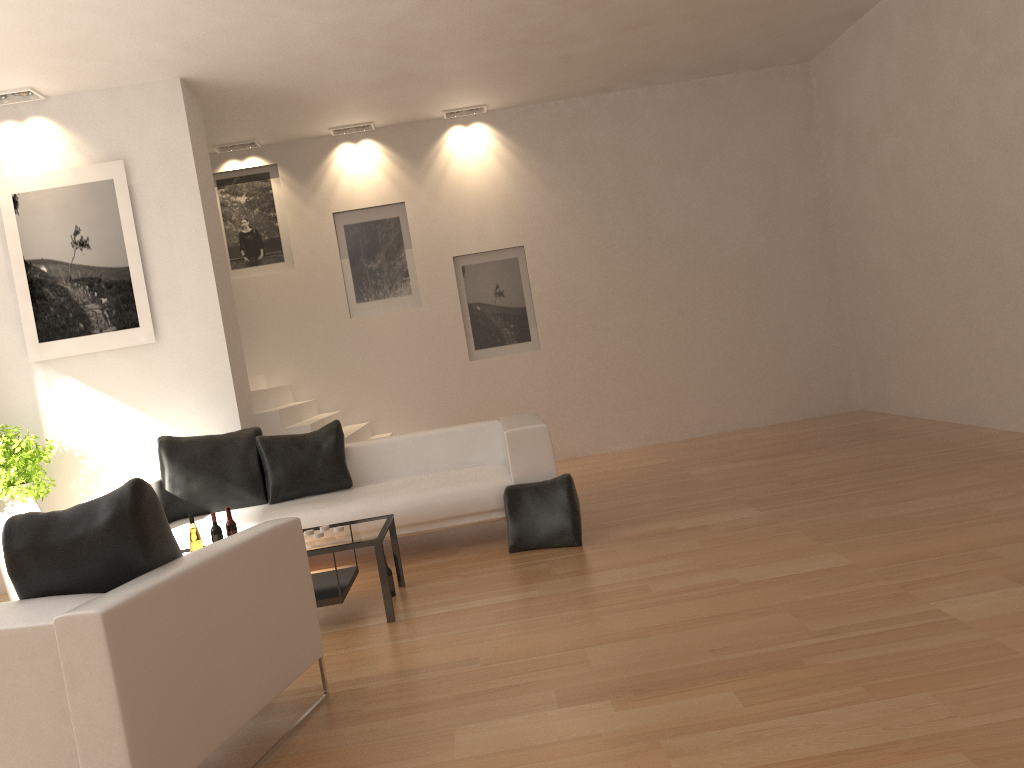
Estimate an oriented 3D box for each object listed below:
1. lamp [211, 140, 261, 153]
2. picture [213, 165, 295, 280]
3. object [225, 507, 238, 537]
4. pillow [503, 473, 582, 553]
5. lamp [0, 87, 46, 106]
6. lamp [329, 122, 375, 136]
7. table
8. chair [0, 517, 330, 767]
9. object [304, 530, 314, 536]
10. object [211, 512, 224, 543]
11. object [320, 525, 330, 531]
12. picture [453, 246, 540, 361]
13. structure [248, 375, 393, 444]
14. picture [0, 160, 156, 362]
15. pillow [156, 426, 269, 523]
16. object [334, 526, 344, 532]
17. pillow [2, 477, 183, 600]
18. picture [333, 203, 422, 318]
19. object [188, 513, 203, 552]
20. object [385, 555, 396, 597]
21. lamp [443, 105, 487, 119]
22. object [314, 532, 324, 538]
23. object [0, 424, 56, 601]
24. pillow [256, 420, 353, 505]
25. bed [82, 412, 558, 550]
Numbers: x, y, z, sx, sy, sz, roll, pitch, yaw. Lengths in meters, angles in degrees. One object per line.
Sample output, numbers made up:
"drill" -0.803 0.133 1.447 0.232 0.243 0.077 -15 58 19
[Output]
"lamp" -2.828 -2.501 9.066 0.446 0.166 0.243 -9 2 -2
"picture" -2.741 -1.691 9.295 0.802 1.155 0.005 -9 2 -2
"object" -1.503 0.782 4.755 0.057 0.248 0.057 -9 2 16
"pillow" 0.202 0.828 5.631 0.503 0.457 0.340 -9 2 16
"lamp" -3.825 -2.243 6.715 0.446 0.166 0.243 -9 2 -2
"lamp" -1.653 -2.694 9.113 0.446 0.166 0.243 -9 2 -2
"table" -1.406 1.119 4.773 1.566 0.460 0.709 -9 2 -2
"chair" -1.700 1.049 3.182 1.671 0.761 1.262 -9 2 13
"object" -1.113 0.816 4.866 0.052 0.021 0.052 -10 3 -25
"object" -1.550 0.795 4.660 0.059 0.244 0.059 -9 2 -2
"object" -1.040 0.802 4.926 0.052 0.021 0.052 -10 3 -25
"picture" -0.163 -0.852 9.438 0.802 1.155 0.005 -9 2 -2
"structure" -2.935 0.708 8.381 4.625 1.403 1.839 -9 2 -2
"picture" -3.380 -0.952 6.878 0.979 1.431 0.004 -9 2 -2
"pillow" -2.149 0.649 6.410 0.755 0.666 0.346 -10 2 -16
"object" -0.941 0.789 4.826 0.052 0.021 0.052 -10 3 -25
"pillow" -1.326 0.656 2.925 0.506 0.666 0.324 -10 2 -12
"picture" -1.417 -1.305 9.367 0.802 1.155 0.005 -9 2 -2
"object" -1.662 0.806 4.649 0.068 0.257 0.067 -9 2 16
"object" -0.698 1.079 4.972 0.059 0.244 0.059 -10 3 -26
"lamp" -0.496 -2.884 9.159 0.446 0.166 0.243 -9 2 -2
"object" -1.032 0.808 4.743 0.052 0.021 0.052 -8 2 20
"object" -3.655 0.946 6.590 0.570 1.324 0.631 -9 2 12
"pillow" -1.505 0.567 6.458 0.628 0.524 0.270 -10 2 -19
"bed" -1.234 0.846 6.313 3.075 0.761 1.262 -9 2 -2
